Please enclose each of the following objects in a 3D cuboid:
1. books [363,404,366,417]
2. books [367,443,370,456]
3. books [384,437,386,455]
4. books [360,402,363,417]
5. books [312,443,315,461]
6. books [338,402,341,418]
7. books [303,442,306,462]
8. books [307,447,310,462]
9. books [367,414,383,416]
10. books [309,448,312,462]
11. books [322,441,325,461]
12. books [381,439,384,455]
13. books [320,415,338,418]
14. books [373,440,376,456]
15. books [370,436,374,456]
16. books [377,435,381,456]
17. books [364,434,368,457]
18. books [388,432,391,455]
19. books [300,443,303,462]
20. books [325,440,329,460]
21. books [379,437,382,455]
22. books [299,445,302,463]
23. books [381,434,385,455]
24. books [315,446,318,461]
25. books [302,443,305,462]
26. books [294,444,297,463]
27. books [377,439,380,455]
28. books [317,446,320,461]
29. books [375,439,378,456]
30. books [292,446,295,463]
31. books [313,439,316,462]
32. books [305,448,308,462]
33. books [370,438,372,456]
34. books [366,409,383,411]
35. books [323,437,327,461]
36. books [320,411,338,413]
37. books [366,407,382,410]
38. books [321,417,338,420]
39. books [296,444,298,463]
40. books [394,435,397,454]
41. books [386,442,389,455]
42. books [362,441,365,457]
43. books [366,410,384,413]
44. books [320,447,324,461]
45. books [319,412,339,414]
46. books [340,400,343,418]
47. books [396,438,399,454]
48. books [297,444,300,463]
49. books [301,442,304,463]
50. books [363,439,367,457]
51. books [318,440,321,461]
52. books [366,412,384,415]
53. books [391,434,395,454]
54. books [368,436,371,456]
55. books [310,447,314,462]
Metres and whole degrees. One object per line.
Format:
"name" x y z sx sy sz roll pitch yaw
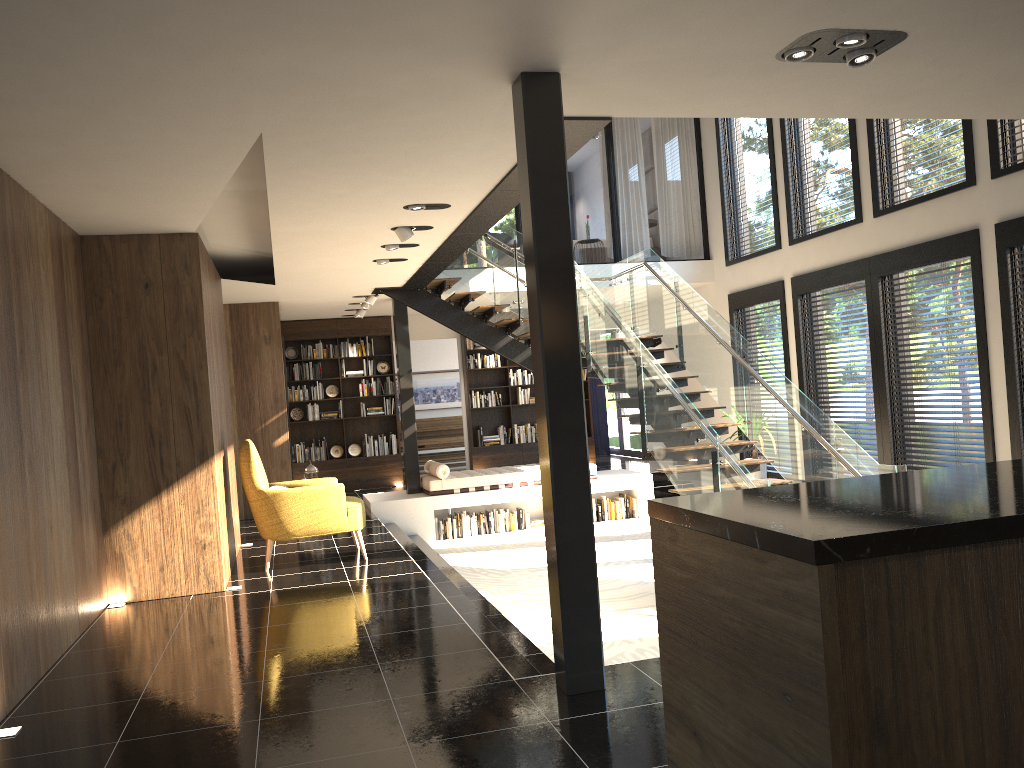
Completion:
"books" -2.331 0.409 13.954 0.036 0.206 0.215 -4 0 -14
"books" -2.270 1.033 13.977 0.034 0.215 0.104 -4 0 -14
"books" -2.016 0.975 14.017 0.018 0.292 0.191 -4 0 -14
"books" -2.370 0.404 13.974 0.028 0.224 0.161 -4 0 -14
"books" -3.082 1.057 13.753 0.017 0.282 0.232 -4 0 -14
"books" -2.700 0.408 13.874 0.032 0.261 0.157 -4 0 -14
"books" -3.213 1.055 13.742 0.020 0.304 0.189 -4 0 -14
"books" -3.150 1.094 13.730 0.021 0.217 0.220 -4 0 -14
"books" -2.168 0.491 14.018 0.245 0.021 0.159 -4 -1 -12
"books" -3.132 1.099 13.763 0.029 0.207 0.167 -4 0 -14
"books" -2.931 1.035 13.793 0.027 0.304 0.204 -4 0 -14
"books" -2.055 0.999 14.026 0.022 0.250 0.144 -4 0 -14
"books" -2.855 0.507 13.835 0.266 0.021 0.152 -4 -1 -16
"books" -2.184 1.009 14.004 0.033 0.250 0.115 -4 0 -14
"books" -2.207 0.975 13.978 0.019 0.321 0.161 -4 0 -14
"books" -2.097 0.966 13.996 0.012 0.322 0.177 -4 0 -14
"books" -2.289 0.961 13.928 0.017 0.359 0.189 -4 0 -14
"books" -1.937 0.939 14.041 0.065 0.354 0.164 -4 0 -14
"books" -3.257 1.059 13.709 0.016 0.304 0.217 -4 0 -14
"books" -2.880 1.025 13.806 0.042 0.315 0.193 -4 0 -14
"books" -2.077 0.983 14.005 0.029 0.286 0.138 -4 0 -14
"books" -3.273 1.077 13.700 0.022 0.269 0.216 -4 0 -14
"books" -2.034 0.957 14.012 0.016 0.332 0.195 -4 0 -14
"books" -3.045 1.084 13.784 0.034 0.223 0.209 -4 0 -14
"books" -3.233 1.058 13.743 0.018 0.301 0.195 -4 0 -14
"books" -3.353 1.074 13.726 0.032 0.288 0.180 -4 0 -14
"books" -2.119 0.999 14.015 0.025 0.260 0.114 -4 0 -14
"books" -3.011 1.082 13.792 0.036 0.222 0.173 -4 0 -14
"books" -2.145 1.003 13.994 0.037 0.255 0.145 -4 0 -14
"books" -3.382 1.089 13.712 0.032 0.261 0.195 -4 0 -14
"books" -3.064 1.026 13.741 0.016 0.341 0.217 -4 0 -14
"books" -3.189 1.100 13.769 0.035 0.212 0.159 -4 0 -14
"books" -2.229 0.992 13.989 0.019 0.289 0.145 -4 0 -14
"books" -2.175 0.413 14.021 0.266 0.019 0.157 -4 -1 -13
"books" -2.906 1.007 13.776 0.019 0.356 0.235 -4 0 -14
"books" -2.855 0.441 13.816 0.292 0.013 0.187 -4 -1 -12
"books" -2.179 0.389 14.030 0.239 0.031 0.146 -4 -1 -14
"books" -2.852 0.534 13.833 0.262 0.032 0.154 -4 -1 -12
"books" -3.323 1.074 13.701 0.014 0.282 0.232 -4 0 -14
"books" -1.856 0.957 14.059 0.029 0.306 0.149 -4 0 -14
"books" -1.985 1.022 14.056 0.032 0.195 0.134 -4 0 -14
"books" -2.339 1.023 13.966 0.023 0.244 0.135 -4 0 -14
"books" -2.171 0.438 14.016 0.263 0.030 0.159 -4 -1 -17
"books" -2.962 1.085 13.805 0.033 0.208 0.192 -4 0 -14
"books" -2.857 0.456 13.823 0.293 0.016 0.174 -4 -1 -16
"books" -2.671 0.393 13.856 0.018 0.286 0.157 -4 0 -14
"books" -1.828 0.985 14.076 0.029 0.247 0.139 -4 0 -14
"books" -3.306 1.073 13.724 0.030 0.282 0.170 -4 0 -14
"books" -3.241 1.056 13.707 0.015 0.306 0.222 -4 0 -14
"books" -2.316 1.004 13.964 0.024 0.278 0.135 -4 0 -14
"books" -2.984 1.030 13.779 0.016 0.322 0.219 -4 0 -14
"books" -2.167 0.466 14.007 0.271 0.028 0.174 -4 -1 -19
"books" -1.888 0.955 14.058 0.035 0.314 0.168 -4 0 -14
"books" -2.248 0.980 13.983 0.019 0.317 0.122 -4 0 -14
"books" -3.104 1.088 13.760 0.026 0.222 0.209 -4 0 -14
